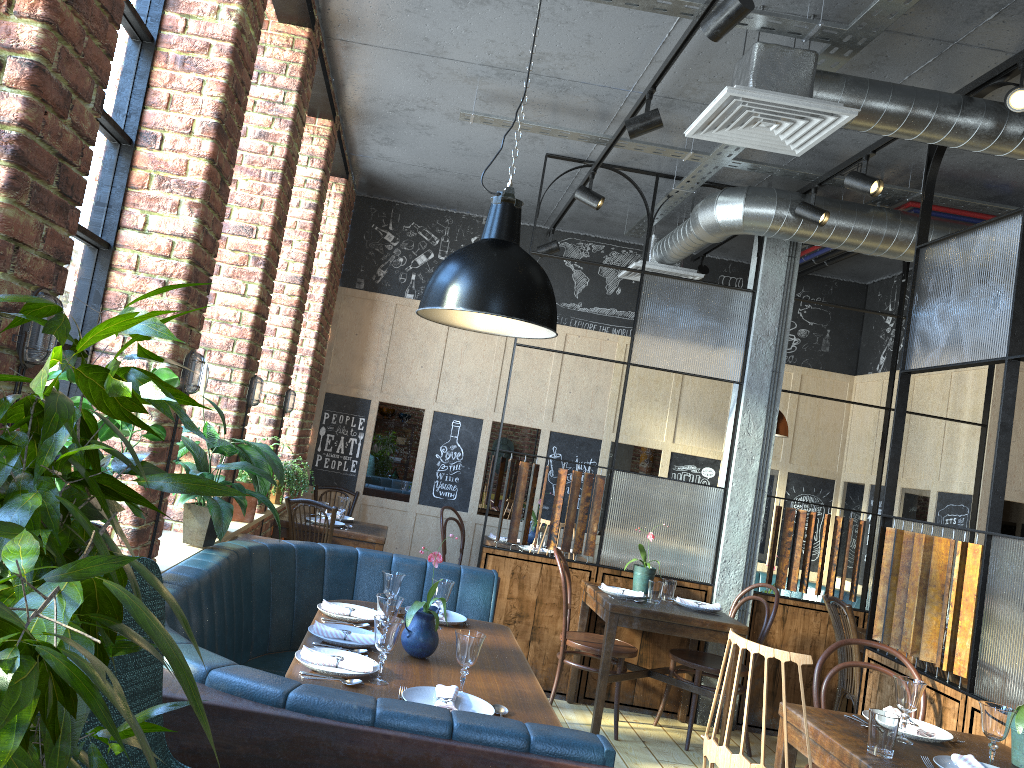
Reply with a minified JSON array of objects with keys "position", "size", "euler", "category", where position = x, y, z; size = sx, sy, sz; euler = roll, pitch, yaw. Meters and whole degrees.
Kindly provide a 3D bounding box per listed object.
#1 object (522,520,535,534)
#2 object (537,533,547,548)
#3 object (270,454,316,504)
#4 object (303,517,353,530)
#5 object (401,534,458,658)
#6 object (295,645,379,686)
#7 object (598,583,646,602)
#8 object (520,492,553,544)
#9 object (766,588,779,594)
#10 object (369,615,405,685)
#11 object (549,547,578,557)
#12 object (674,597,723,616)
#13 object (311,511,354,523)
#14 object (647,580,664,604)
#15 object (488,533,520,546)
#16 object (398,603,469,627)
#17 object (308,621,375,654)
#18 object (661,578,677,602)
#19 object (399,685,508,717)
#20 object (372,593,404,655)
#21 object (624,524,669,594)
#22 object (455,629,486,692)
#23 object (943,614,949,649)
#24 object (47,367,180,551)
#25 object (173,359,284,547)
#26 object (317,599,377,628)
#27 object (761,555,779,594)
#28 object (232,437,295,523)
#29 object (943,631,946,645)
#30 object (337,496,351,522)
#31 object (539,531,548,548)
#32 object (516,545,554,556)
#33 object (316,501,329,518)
[{"position":[0.111,1.157,6.816],"size":[0.094,0.192,0.102],"euler":[12,-6,-33],"category":"object"},{"position":[0.213,1.203,6.711],"size":[0.082,0.119,0.086],"euler":[11,-5,-14],"category":"object"},{"position":[-1.562,0.612,5.898],"size":[0.497,0.370,0.608],"euler":[10,-5,-4],"category":"object"},{"position":[-1.242,0.928,5.958],"size":[0.326,0.051,0.268],"euler":[10,-4,1],"category":"object"},{"position":[-0.296,0.740,3.084],"size":[0.140,0.431,0.212],"euler":[8,-5,14],"category":"object"},{"position":[-0.544,0.863,2.743],"size":[0.270,0.051,0.324],"euler":[10,-4,0],"category":"object"},{"position":[0.627,1.174,4.988],"size":[0.270,0.051,0.324],"euler":[10,-4,0],"category":"object"},{"position":[0.185,1.070,7.081],"size":[0.216,0.431,0.138],"euler":[10,-5,-6],"category":"object"},{"position":[1.819,1.529,6.197],"size":[0.094,0.192,0.102],"euler":[12,-6,-33],"category":"object"},{"position":[-0.391,0.813,2.689],"size":[0.102,0.192,0.094],"euler":[7,-5,26],"category":"object"},{"position":[0.394,1.281,6.850],"size":[0.270,0.051,0.324],"euler":[10,-4,0],"category":"object"},{"position":[1.057,1.252,5.033],"size":[0.270,0.051,0.324],"euler":[10,-4,0],"category":"object"},{"position":[-1.296,0.954,6.397],"size":[0.326,0.051,0.268],"euler":[10,-4,1],"category":"object"},{"position":[0.798,1.163,4.923],"size":[0.080,0.119,0.088],"euler":[13,-6,-34],"category":"object"},{"position":[-0.054,1.203,6.847],"size":[0.268,0.051,0.327],"euler":[10,-4,-5],"category":"object"},{"position":[-0.342,0.979,3.773],"size":[0.326,0.051,0.268],"euler":[10,-4,1],"category":"object"},{"position":[-0.589,0.884,3.112],"size":[0.270,0.051,0.324],"euler":[10,-4,0],"category":"object"},{"position":[0.908,1.197,5.116],"size":[0.080,0.119,0.088],"euler":[13,-6,-34],"category":"object"},{"position":[-0.164,0.911,2.519],"size":[0.326,0.051,0.268],"euler":[10,-4,1],"category":"object"},{"position":[-0.439,0.833,3.056],"size":[0.102,0.192,0.094],"euler":[7,-5,26],"category":"object"},{"position":[0.800,1.037,5.287],"size":[0.193,0.427,0.153],"euler":[12,-6,-32],"category":"object"},{"position":[-0.142,0.855,2.682],"size":[0.102,0.192,0.094],"euler":[7,-5,26],"category":"object"},{"position":[2.517,1.439,5.129],"size":[0.101,0.192,0.095],"euler":[8,-5,17],"category":"object"},{"position":[-1.149,0.253,2.337],"size":[0.399,0.663,0.495],"euler":[8,-5,20],"category":"object"},{"position":[-1.206,0.291,3.601],"size":[0.605,0.752,0.736],"euler":[10,-5,-5],"category":"object"},{"position":[-0.646,0.906,3.513],"size":[0.270,0.051,0.324],"euler":[10,-4,0],"category":"object"},{"position":[1.742,1.376,5.961],"size":[0.140,0.431,0.212],"euler":[8,-5,14],"category":"object"},{"position":[-1.459,0.481,4.715],"size":[0.433,0.483,0.447],"euler":[8,-5,18],"category":"object"},{"position":[2.387,1.440,4.956],"size":[0.088,0.119,0.081],"euler":[7,-5,28],"category":"object"},{"position":[-1.174,0.878,6.086],"size":[0.094,0.192,0.102],"euler":[12,-6,-33],"category":"object"},{"position":[0.239,1.224,6.919],"size":[0.082,0.119,0.086],"euler":[11,-5,-14],"category":"object"},{"position":[0.200,1.221,6.522],"size":[0.326,0.051,0.268],"euler":[10,-4,1],"category":"object"},{"position":[-1.351,0.898,6.250],"size":[0.086,0.119,0.082],"euler":[8,-5,14],"category":"object"}]
